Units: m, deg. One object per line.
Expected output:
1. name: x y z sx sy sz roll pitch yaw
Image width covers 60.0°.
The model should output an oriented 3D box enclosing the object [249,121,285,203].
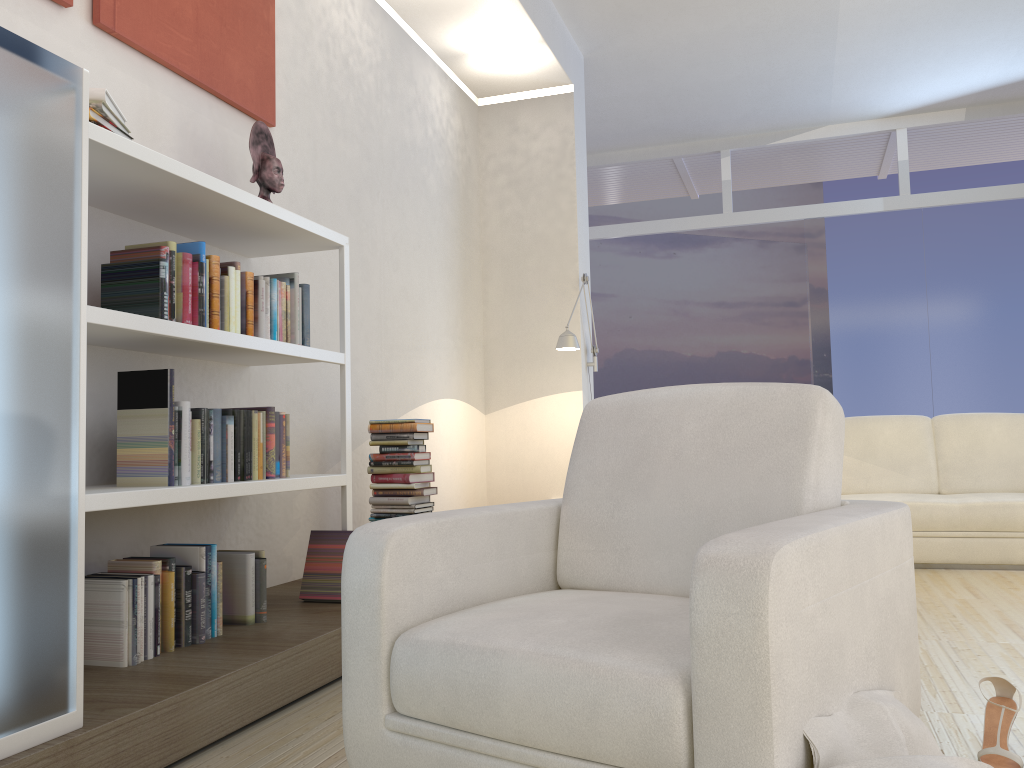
1. object: -0.931 -0.789 3.338 0.133 0.409 0.138 1 -4 -25

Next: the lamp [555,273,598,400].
1. lamp: 0.417 0.155 5.819 0.204 1.841 0.891 -2 -4 14

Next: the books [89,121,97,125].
1. books: -1.250 -0.668 2.408 0.287 0.018 0.247 -1 -4 -9

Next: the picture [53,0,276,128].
1. picture: -1.535 -1.591 2.299 0.030 0.794 3.227 -3 -4 18

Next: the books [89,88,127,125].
1. books: -1.246 -0.750 2.414 0.319 0.038 0.247 -1 -4 -11

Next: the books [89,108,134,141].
1. books: -1.225 -0.690 2.409 0.287 0.025 0.247 -2 -4 2

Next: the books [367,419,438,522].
1. books: -0.502 0.516 4.166 0.329 0.694 0.270 -3 -4 18

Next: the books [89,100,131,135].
1. books: -1.245 -0.717 2.412 0.328 0.027 0.247 -1 -4 -7

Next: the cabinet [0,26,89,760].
1. cabinet: -1.489 -0.020 1.195 0.689 1.396 1.670 -3 -4 18

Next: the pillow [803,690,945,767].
1. pillow: 0.646 0.658 1.377 0.615 0.315 0.312 3 -6 -45

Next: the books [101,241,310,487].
1. books: -0.956 -0.053 2.919 0.215 0.743 0.831 -3 -4 18

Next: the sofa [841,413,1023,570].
1. sofa: 2.260 0.612 5.318 2.166 0.862 0.941 -3 -4 18

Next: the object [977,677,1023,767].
1. object: 1.105 0.764 2.010 0.089 0.149 0.265 -4 -5 31

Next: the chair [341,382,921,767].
1. chair: 0.285 0.401 1.890 0.919 0.828 0.941 -4 -5 38

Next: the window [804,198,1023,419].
1. window: 4.144 -0.235 7.623 2.988 2.706 0.012 -3 -4 18

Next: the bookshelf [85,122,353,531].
1. bookshelf: -1.093 0.080 2.763 0.465 1.396 1.599 -3 -4 18

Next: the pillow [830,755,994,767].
1. pillow: 0.484 0.678 1.133 0.712 0.287 0.299 0 -4 -19

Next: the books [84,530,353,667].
1. books: -0.914 0.646 2.892 0.274 0.281 1.125 -3 -4 25
